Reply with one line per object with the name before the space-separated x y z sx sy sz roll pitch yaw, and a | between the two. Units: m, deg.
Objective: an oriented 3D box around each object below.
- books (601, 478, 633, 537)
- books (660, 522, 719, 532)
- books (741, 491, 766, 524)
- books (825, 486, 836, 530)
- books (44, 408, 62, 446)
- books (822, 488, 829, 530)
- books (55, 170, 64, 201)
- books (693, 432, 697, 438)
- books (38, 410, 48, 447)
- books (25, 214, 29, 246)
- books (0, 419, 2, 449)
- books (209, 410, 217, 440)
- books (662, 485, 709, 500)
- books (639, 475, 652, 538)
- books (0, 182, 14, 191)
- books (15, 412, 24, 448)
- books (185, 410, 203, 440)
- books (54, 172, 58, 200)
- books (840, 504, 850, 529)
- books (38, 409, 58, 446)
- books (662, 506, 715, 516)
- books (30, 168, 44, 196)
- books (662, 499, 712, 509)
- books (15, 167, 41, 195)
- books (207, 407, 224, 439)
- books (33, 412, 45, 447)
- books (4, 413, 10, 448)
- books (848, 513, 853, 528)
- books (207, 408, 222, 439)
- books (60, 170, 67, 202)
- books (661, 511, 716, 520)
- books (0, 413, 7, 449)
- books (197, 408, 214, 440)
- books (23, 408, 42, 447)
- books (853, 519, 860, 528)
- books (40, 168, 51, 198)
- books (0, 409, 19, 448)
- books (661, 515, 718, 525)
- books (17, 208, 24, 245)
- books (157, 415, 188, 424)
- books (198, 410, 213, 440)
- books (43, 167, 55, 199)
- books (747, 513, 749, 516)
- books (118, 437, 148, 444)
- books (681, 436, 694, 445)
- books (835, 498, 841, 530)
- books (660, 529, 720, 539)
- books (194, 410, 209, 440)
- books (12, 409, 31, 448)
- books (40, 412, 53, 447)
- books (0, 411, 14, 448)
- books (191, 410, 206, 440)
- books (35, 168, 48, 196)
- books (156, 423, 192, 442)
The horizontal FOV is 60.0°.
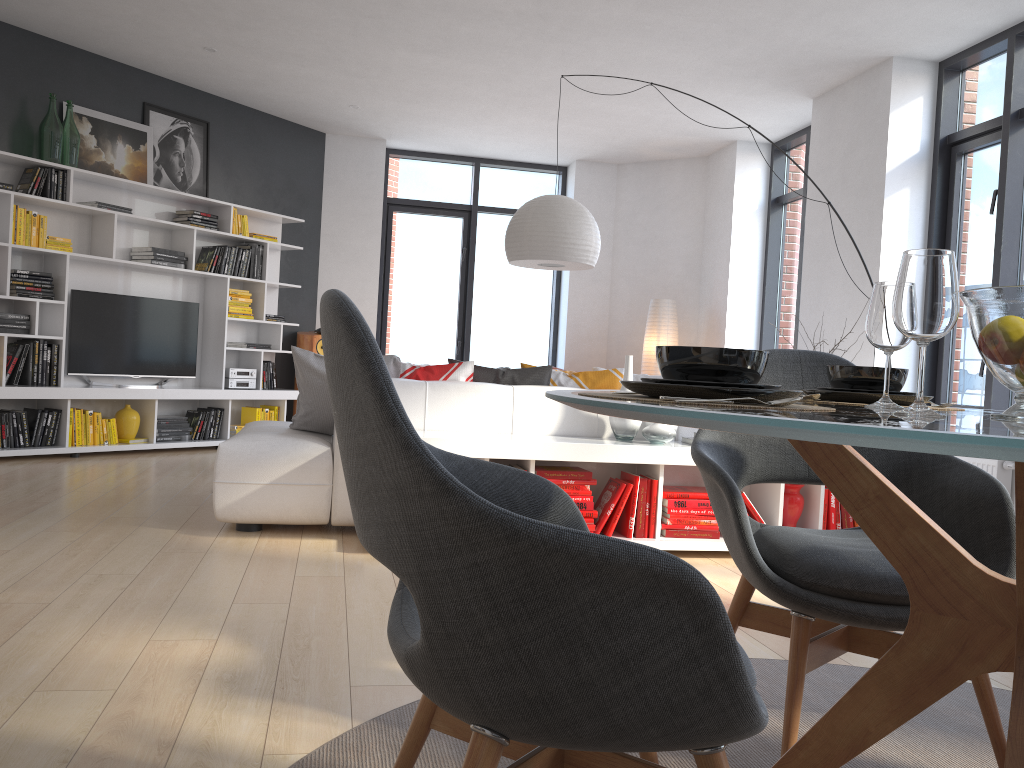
books | 0.463 0.560 4.042 0.115 0.245 0.192 3 1 -11
books | 0.803 0.654 4.131 0.266 0.026 0.187 3 1 -6
books | 1.117 0.609 4.182 0.186 0.223 0.188 3 1 -11
books | 1.483 0.603 4.243 0.050 0.268 0.198 3 1 -12
books | -3.284 0.304 6.294 0.197 0.260 0.066 4 1 34
books | 1.448 0.610 4.229 0.026 0.250 0.168 3 1 -12
books | -3.254 -1.399 6.301 0.169 0.218 0.038 4 1 34
books | 0.982 0.251 4.141 0.238 0.027 0.188 3 1 2
books | -3.338 0.305 6.213 0.192 0.254 0.075 4 1 33
books | -3.388 -1.057 6.122 0.156 0.229 0.024 4 1 33
books | -3.498 0.293 5.960 0.202 0.268 0.053 4 1 33
books | -2.546 0.336 7.384 0.179 0.243 0.068 4 1 32
books | 0.811 0.511 4.174 0.301 0.032 0.227 3 1 -11
books | 0.591 0.559 4.074 0.028 0.266 0.188 3 1 -11
books | -3.509 -1.321 5.905 0.208 0.046 0.268 4 1 37
books | -3.411 0.309 6.066 0.177 0.242 0.066 4 1 33
books | -2.630 0.336 7.260 0.182 0.234 0.104 4 1 34
books | -3.270 -1.391 6.276 0.147 0.200 0.021 4 1 34
books | 1.547 0.615 4.263 0.076 0.252 0.199 3 1 -11
books | -3.302 0.308 6.265 0.191 0.249 0.084 4 1 34
books | 0.824 0.581 4.137 0.261 0.027 0.191 3 1 -7
books | -3.348 -1.399 6.177 0.171 0.214 0.087 4 1 34
books | 0.820 0.548 4.151 0.279 0.039 0.206 3 1 -12
books | -3.361 -1.400 6.147 0.166 0.213 0.096 4 1 32
books | -2.511 0.327 7.446 0.197 0.260 0.066 4 1 34
books | -3.331 0.313 6.179 0.172 0.242 0.069 4 1 34
books | -3.459 0.311 6.001 0.170 0.236 0.049 4 1 34
books | 1.577 0.621 4.258 0.066 0.247 0.175 3 1 -11
books | -2.529 0.331 7.417 0.191 0.249 0.084 4 1 34
books | -3.232 -1.405 6.320 0.174 0.230 0.019 4 1 34
books | 0.814 0.606 4.131 0.236 0.023 0.178 3 1 -11
books | -3.478 0.310 5.985 0.189 0.240 0.053 4 1 34
books | -2.566 0.328 7.365 0.192 0.254 0.075 4 1 33
books | -3.366 0.301 6.176 0.197 0.260 0.066 4 1 34
books | 1.610 0.629 4.271 0.081 0.230 0.165 3 1 -11
books | -3.296 -1.400 6.235 0.156 0.221 0.021 4 1 34
books | -3.433 0.303 6.046 0.193 0.255 0.066 4 1 33
books | 0.813 0.629 4.140 0.257 0.025 0.182 3 1 -11
books | -3.430 -1.074 6.091 0.198 0.255 0.044 4 1 34
books | -2.800 0.284 7.093 0.250 0.047 0.310 4 1 29
books | -2.557 0.337 7.331 0.172 0.242 0.069 4 1 34
books | -3.286 -1.406 6.258 0.176 0.232 0.025 4 1 34
books | 1.063 0.600 4.171 0.148 0.232 0.171 3 1 -10
books | -2.965 0.427 6.790 0.270 0.029 0.204 4 1 19
books | 0.977 0.277 4.165 0.300 0.026 0.245 3 1 -6
books | 1.514 0.610 4.247 0.056 0.262 0.185 3 1 -11
books | 0.809 0.684 4.142 0.259 0.034 0.206 3 1 -9
books | -2.587 0.338 7.309 0.169 0.233 0.081 4 1 33
books | -3.394 0.306 6.097 0.191 0.249 0.083 4 1 34
books | -3.313 0.311 6.227 0.179 0.243 0.071 4 1 32
books | -3.440 0.308 6.015 0.169 0.242 0.050 4 1 33
books | -2.616 0.338 7.291 0.187 0.234 0.096 4 1 34
books | -3.322 -1.398 6.194 0.154 0.212 0.074 4 1 33
books | -2.783 0.378 7.088 0.277 0.137 0.343 4 1 29
